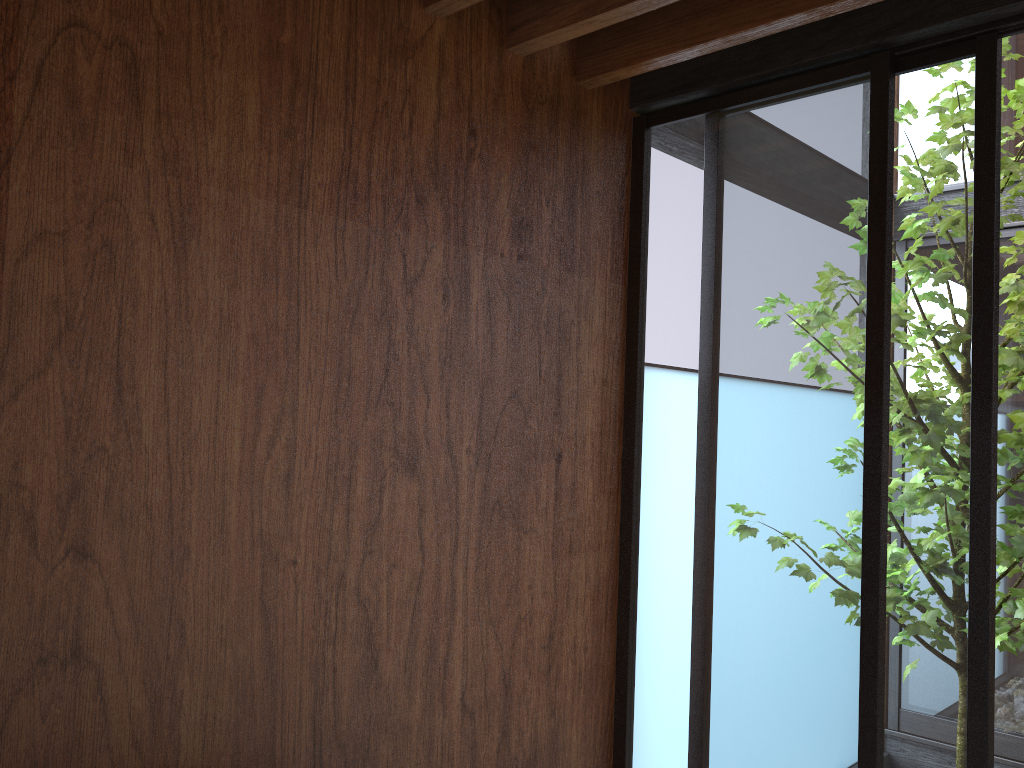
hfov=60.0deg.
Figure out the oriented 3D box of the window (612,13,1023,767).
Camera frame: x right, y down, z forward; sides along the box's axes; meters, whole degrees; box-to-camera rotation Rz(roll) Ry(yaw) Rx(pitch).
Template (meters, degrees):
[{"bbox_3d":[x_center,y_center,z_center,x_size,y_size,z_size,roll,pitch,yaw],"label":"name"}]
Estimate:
[{"bbox_3d":[2.256,-0.669,1.791,4.071,5.130,14.083,-1,-4,43],"label":"window"}]
